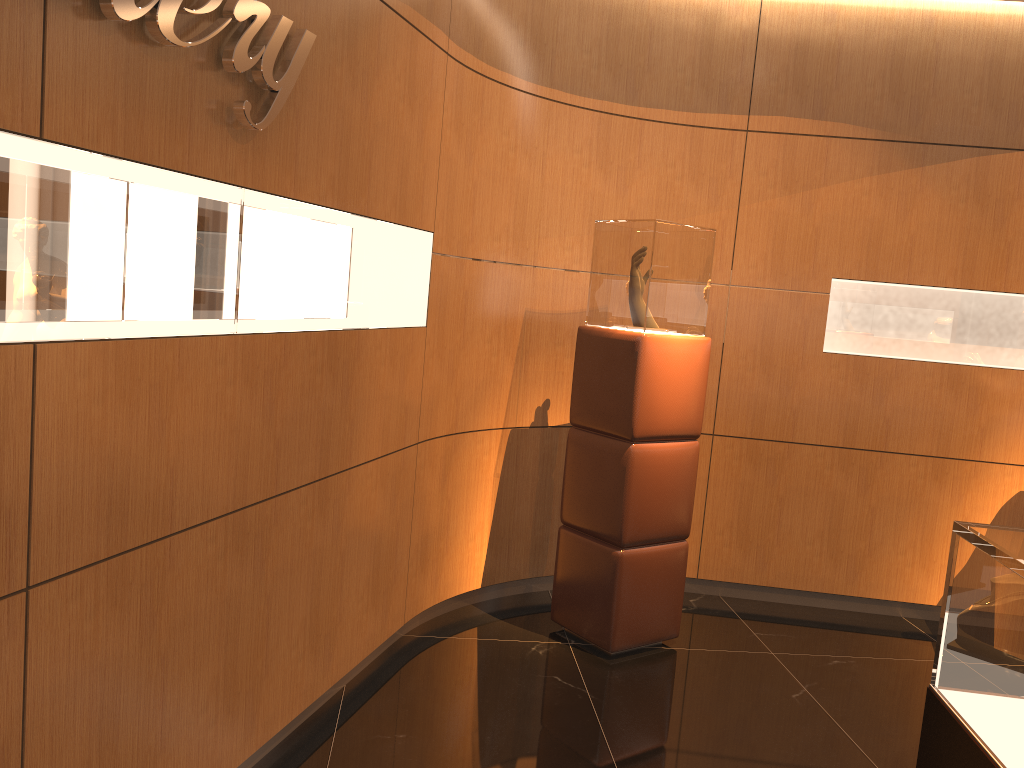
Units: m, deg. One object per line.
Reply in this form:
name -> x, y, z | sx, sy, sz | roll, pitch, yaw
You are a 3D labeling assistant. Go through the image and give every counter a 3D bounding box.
counter -> 2.122, 1.027, 1.587 | 2.514, 1.173, 0.615 | 6, 6, 5

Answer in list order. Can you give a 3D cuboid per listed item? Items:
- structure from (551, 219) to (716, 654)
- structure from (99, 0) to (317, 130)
structure -> 0.582, 0.244, 4.256 | 0.498, 2.000, 0.484 | 0, 8, -37
structure -> -0.885, -0.841, 1.628 | 0.034, 0.442, 2.050 | 7, 6, 16
